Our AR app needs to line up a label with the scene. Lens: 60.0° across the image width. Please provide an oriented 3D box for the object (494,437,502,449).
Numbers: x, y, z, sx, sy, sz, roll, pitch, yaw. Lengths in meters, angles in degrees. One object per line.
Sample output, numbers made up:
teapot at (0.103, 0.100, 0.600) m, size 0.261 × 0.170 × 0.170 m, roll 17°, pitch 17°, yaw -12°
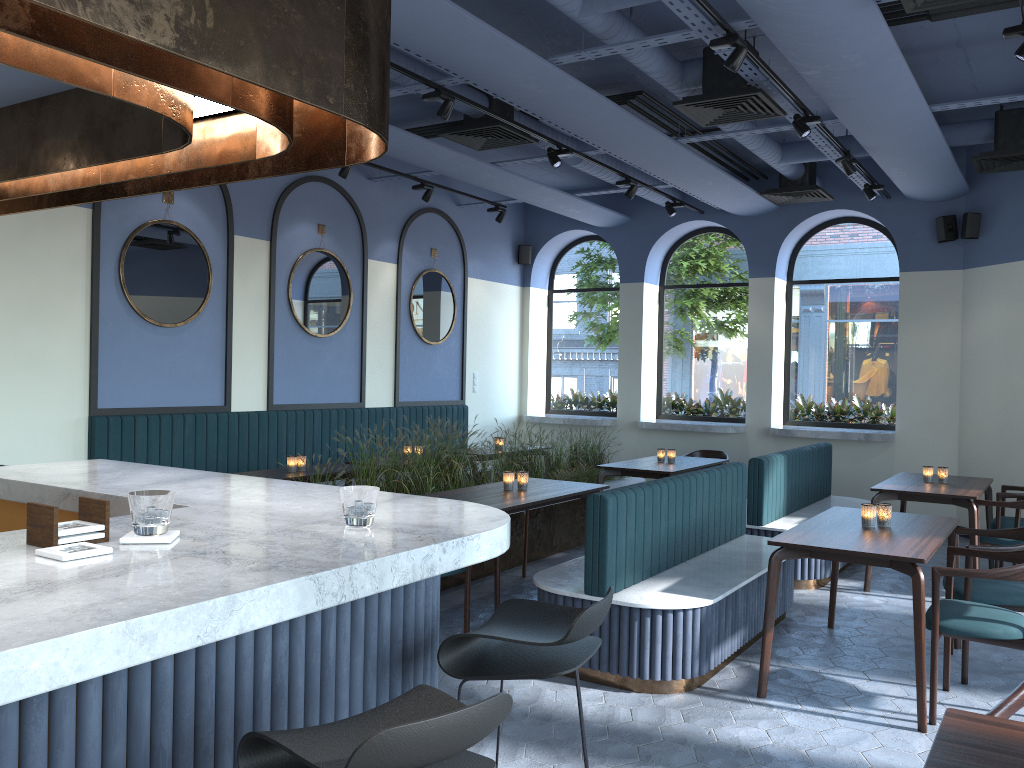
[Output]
object at (-0.146, 0.610, 9.154) m, size 0.078 × 0.120 × 0.078 m, roll 1°, pitch 1°, yaw 15°

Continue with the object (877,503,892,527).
object at (2.000, 0.704, 4.766) m, size 0.078 × 0.120 × 0.078 m, roll 1°, pitch 1°, yaw 15°

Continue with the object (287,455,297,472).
object at (-1.662, 0.604, 6.698) m, size 0.078 × 0.120 × 0.078 m, roll 1°, pitch 1°, yaw -41°

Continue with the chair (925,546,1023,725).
chair at (2.198, 1.136, 4.090) m, size 0.525 × 0.793 × 0.618 m, roll 2°, pitch 1°, yaw 32°

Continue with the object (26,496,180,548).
object at (-0.988, 0.333, 2.158) m, size 0.342 × 0.099 × 0.171 m, roll 1°, pitch 1°, yaw -24°

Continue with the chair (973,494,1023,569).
chair at (3.630, 1.143, 6.276) m, size 0.618 × 0.793 × 0.525 m, roll 1°, pitch 1°, yaw -34°

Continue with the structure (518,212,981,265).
structure at (-0.194, -1.620, 4.964) m, size 7.261 × 0.268 × 13.143 m, roll 1°, pitch 1°, yaw 15°

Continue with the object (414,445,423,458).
object at (-0.838, 0.608, 7.964) m, size 0.078 × 0.120 × 0.078 m, roll 1°, pitch 1°, yaw 15°

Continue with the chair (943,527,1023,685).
chair at (2.585, 1.137, 4.702) m, size 0.525 × 0.793 × 0.618 m, roll 1°, pitch 1°, yaw 18°

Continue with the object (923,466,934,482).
object at (3.269, 0.708, 6.968) m, size 0.078 × 0.120 × 0.078 m, roll 1°, pitch 1°, yaw -41°

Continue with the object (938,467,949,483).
object at (3.366, 0.710, 6.927) m, size 0.078 × 0.120 × 0.078 m, roll 1°, pitch 1°, yaw -41°

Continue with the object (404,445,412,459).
object at (-0.932, 0.606, 7.938) m, size 0.078 × 0.120 × 0.078 m, roll 1°, pitch 1°, yaw 15°

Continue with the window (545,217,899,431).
window at (3.292, -0.646, 5.284) m, size 3.897 × 2.394 × 14.212 m, roll 1°, pitch 1°, yaw -7°

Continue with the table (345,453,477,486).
table at (-0.884, 1.044, 7.948) m, size 0.548 × 0.755 × 1.332 m, roll 2°, pitch 1°, yaw 32°

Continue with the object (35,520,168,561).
object at (-0.982, 0.362, 2.126) m, size 0.249 × 0.042 × 0.339 m, roll 2°, pitch 1°, yaw 33°

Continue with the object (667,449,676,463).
object at (1.453, 0.656, 8.081) m, size 0.078 × 0.120 × 0.078 m, roll 1°, pitch 1°, yaw -41°

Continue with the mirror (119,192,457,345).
mirror at (-1.817, -0.993, 8.573) m, size 0.026 × 1.089 × 4.357 m, roll 2°, pitch 1°, yaw 32°

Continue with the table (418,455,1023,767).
table at (0.954, 1.128, 3.973) m, size 3.997 × 0.755 × 9.778 m, roll 1°, pitch 1°, yaw 16°

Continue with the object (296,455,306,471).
object at (-1.614, 0.604, 6.784) m, size 0.078 × 0.120 × 0.078 m, roll 1°, pitch 1°, yaw -41°

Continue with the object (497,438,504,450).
object at (-0.119, 0.611, 9.060) m, size 0.078 × 0.120 × 0.078 m, roll 1°, pitch 1°, yaw 15°

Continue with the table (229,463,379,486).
table at (-1.618, 1.041, 6.781) m, size 0.548 × 0.755 × 1.285 m, roll 2°, pitch 1°, yaw 32°

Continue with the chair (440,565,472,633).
chair at (-0.570, 1.066, 4.981) m, size 0.618 × 0.793 × 0.525 m, roll 2°, pitch 1°, yaw 32°

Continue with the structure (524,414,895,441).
structure at (3.048, 0.576, 5.253) m, size 4.315 × 0.080 × 14.155 m, roll 1°, pitch 1°, yaw -7°

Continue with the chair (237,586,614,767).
chair at (1.473, 1.067, 1.674) m, size 3.651 × 0.949 × 6.322 m, roll 2°, pitch 1°, yaw 31°

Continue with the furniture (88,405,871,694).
furniture at (0.117, 0.875, 7.350) m, size 4.703 × 1.150 × 4.800 m, roll 2°, pitch 1°, yaw 32°

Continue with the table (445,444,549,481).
table at (-0.138, 1.047, 9.132) m, size 0.548 × 0.755 × 1.332 m, roll 2°, pitch 1°, yaw 32°

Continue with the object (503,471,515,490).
object at (-0.022, 0.647, 5.953) m, size 0.078 × 0.120 × 0.078 m, roll 1°, pitch 1°, yaw 15°

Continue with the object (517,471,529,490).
object at (0.072, 0.649, 5.980) m, size 0.078 × 0.120 × 0.078 m, roll 1°, pitch 1°, yaw 15°

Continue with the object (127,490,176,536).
object at (-0.889, 0.319, 2.185) m, size 0.111 × 0.102 × 0.111 m, roll 1°, pitch 1°, yaw 4°

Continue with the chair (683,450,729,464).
chair at (1.919, 1.077, 8.937) m, size 0.618 × 0.793 × 0.525 m, roll 2°, pitch 1°, yaw 32°

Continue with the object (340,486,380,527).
object at (-0.423, 0.340, 2.460) m, size 0.111 × 0.102 × 0.111 m, roll 1°, pitch 1°, yaw 4°

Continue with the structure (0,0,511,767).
structure at (-2.155, -0.442, 2.076) m, size 3.220 × 3.800 × 3.653 m, roll 2°, pitch 1°, yaw 32°

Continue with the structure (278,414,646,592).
structure at (-0.170, 0.838, 7.531) m, size 1.143 × 1.207 × 4.878 m, roll 2°, pitch 1°, yaw 34°

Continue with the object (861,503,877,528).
object at (1.906, 0.703, 4.740) m, size 0.078 × 0.120 × 0.078 m, roll 1°, pitch 1°, yaw 15°

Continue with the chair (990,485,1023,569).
chair at (3.996, 1.144, 6.857) m, size 0.525 × 0.793 × 0.618 m, roll 2°, pitch 1°, yaw 32°

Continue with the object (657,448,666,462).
object at (1.368, 0.654, 8.129) m, size 0.078 × 0.120 × 0.078 m, roll 1°, pitch 1°, yaw -41°

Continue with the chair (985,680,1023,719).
chair at (1.528, 1.142, 2.201) m, size 0.618 × 0.793 × 0.525 m, roll 2°, pitch 1°, yaw 32°
